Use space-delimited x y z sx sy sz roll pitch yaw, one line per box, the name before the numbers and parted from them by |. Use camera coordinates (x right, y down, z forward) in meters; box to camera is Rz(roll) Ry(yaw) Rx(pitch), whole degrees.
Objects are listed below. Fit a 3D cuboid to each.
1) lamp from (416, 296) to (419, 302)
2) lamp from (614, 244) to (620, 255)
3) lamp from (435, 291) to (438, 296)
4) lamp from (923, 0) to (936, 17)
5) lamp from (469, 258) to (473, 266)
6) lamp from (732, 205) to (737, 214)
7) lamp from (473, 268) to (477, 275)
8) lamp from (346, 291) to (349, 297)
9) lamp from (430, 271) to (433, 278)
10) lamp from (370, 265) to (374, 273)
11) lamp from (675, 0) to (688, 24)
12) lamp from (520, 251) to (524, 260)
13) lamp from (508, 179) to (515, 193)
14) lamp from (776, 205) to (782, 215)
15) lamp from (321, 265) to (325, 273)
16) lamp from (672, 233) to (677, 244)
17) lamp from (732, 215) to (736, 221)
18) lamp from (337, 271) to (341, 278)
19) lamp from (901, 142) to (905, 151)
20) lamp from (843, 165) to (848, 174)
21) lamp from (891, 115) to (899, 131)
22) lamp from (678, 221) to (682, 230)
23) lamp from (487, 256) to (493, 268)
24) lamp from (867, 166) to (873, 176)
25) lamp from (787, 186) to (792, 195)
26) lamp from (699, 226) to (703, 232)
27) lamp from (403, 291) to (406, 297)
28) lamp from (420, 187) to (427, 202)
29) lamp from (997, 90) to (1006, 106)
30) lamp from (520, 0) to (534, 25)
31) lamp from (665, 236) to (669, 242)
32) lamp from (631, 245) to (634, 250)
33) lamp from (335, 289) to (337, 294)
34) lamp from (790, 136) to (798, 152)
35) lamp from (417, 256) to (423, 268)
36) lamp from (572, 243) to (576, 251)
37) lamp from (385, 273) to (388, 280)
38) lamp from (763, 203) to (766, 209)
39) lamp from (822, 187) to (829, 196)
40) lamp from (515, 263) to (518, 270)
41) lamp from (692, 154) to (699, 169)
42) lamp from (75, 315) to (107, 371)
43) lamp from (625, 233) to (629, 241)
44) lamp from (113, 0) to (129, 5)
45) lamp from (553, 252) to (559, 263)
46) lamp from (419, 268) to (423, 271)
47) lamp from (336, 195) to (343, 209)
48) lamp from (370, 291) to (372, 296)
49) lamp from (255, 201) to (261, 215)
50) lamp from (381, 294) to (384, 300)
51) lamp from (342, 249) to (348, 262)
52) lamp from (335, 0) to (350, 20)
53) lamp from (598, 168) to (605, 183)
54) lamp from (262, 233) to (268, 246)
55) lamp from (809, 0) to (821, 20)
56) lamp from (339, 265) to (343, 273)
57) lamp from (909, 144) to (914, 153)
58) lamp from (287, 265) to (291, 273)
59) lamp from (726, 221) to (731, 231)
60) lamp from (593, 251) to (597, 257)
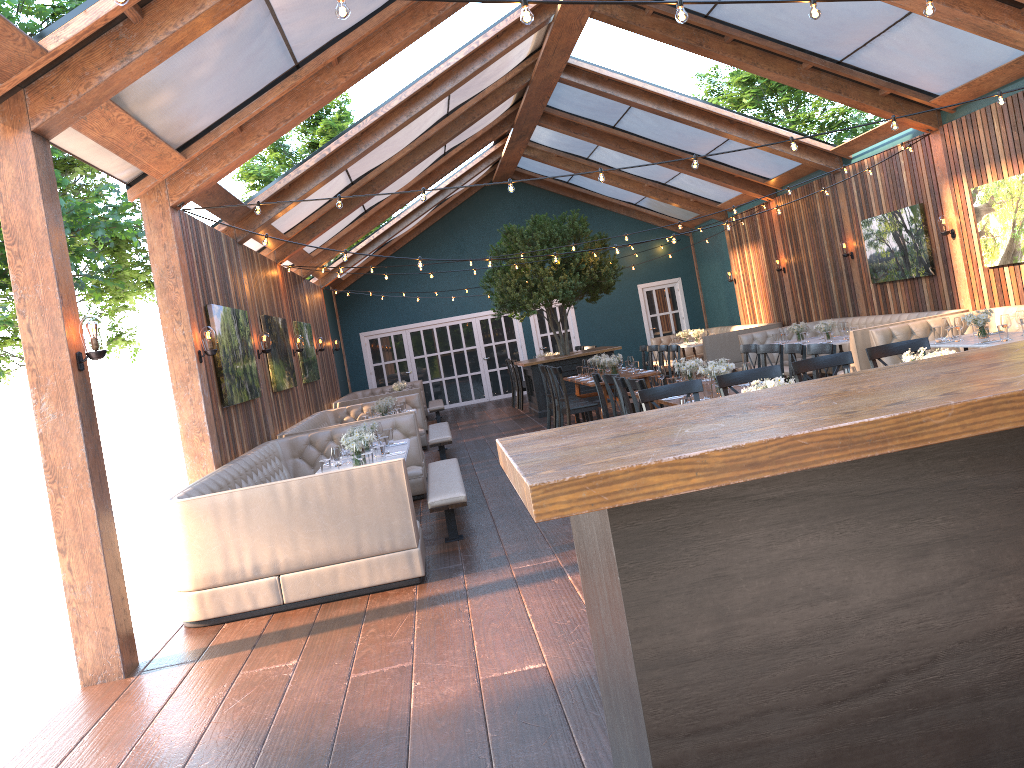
lamp | -1.990 -1.793 18.644 0.056 0.119 0.059 -10 0 -1
lamp | 1.166 -1.494 9.807 0.056 0.120 0.056 -10 0 0
lamp | -1.710 -2.055 20.001 0.056 0.120 0.056 -10 0 -3
lamp | 2.122 -1.932 4.510 0.056 0.120 0.056 -10 0 1
lamp | -0.604 -1.782 12.941 0.056 0.121 0.056 -10 0 4
lamp | 3.066 -2.400 12.186 0.056 0.121 0.056 -10 0 16
lamp | -0.623 -1.878 14.735 0.056 0.120 0.056 -10 0 -18
lamp | -3.498 -1.920 18.849 0.076 0.114 0.057 -9 1 40
lamp | -1.317 -1.781 14.425 0.057 0.120 0.056 -10 0 -39
lamp | -2.095 -1.714 13.214 0.056 0.121 0.056 -10 0 19
lamp | 0.746 -1.656 3.915 0.056 0.121 0.056 -10 0 14
lamp | 0.143 -1.861 12.804 0.056 0.121 0.057 -10 0 36
lamp | -0.012 -1.659 7.396 0.056 0.120 0.056 -10 0 -29
lamp | 3.213 -2.099 10.657 0.056 0.121 0.056 -10 0 23
lamp | -2.853 -1.727 13.340 0.057 0.120 0.056 -10 0 -39
lamp | 1.846 -1.659 10.111 0.056 0.120 0.056 -10 0 14
lamp | 4.188 -3.131 16.708 0.064 0.118 0.056 -10 0 4
lamp | -2.702 -1.708 13.792 0.056 0.118 0.065 -10 0 43
lamp | 5.148 -3.126 11.664 0.056 0.121 0.056 -10 0 16
lamp | 4.463 -2.877 11.842 0.056 0.120 0.057 -10 0 37
lamp | 2.945 -2.012 6.818 0.057 0.119 0.059 -10 0 -26
lamp | 2.342 -2.216 12.365 0.068 0.117 0.056 -10 0 -42
lamp | -0.235 -1.266 9.213 0.056 0.120 0.057 -10 0 45
lamp | 4.528 -2.694 11.186 0.060 0.119 0.056 -10 0 17
lamp | 3.767 -2.630 12.030 0.064 0.118 0.056 -10 0 -12
lamp | 3.514 -2.877 16.451 0.056 0.121 0.056 -10 0 -23
lamp | -2.400 -2.004 19.676 0.056 0.120 0.056 -10 0 10
lamp | -0.756 -1.619 7.569 0.074 0.114 0.057 -9 0 41
lamp | 3.674 -2.149 6.651 0.056 0.121 0.056 -10 0 29
lamp | 0.055 -1.531 3.618 0.056 0.121 0.056 -10 0 11
lamp | 2.838 -2.654 16.157 0.056 0.117 0.068 -10 0 -8
lamp | 2.157 -2.461 15.879 0.060 0.119 0.057 -10 0 19
lamp | -3.785 -1.989 19.025 0.057 0.120 0.056 -10 0 -35
lamp | 2.214 -1.889 6.962 0.056 0.121 0.056 -10 0 -37
lamp | -0.928 -1.225 8.901 0.056 0.120 0.056 -10 0 -8
lamp | 0.875 -1.960 12.650 0.056 0.121 0.056 -10 0 -30
lamp | -2.005 -1.721 14.101 0.056 0.119 0.062 -10 0 37
lamp | 4.847 -3.421 16.989 0.056 0.120 0.056 -10 0 24
lamp | 3.877 -2.377 10.927 0.071 0.116 0.056 -10 0 17
lamp | 0.075 -2.001 15.024 0.056 0.121 0.056 -10 0 -25
lamp | 1.467 -1.787 7.116 0.057 0.120 0.056 -10 0 -11
lamp | -2.484 -0.248 5.230 0.178 0.320 0.146 -10 0 -5
lamp | 1.613 -2.077 12.501 0.056 0.121 0.056 -10 0 10
lamp | -1.336 -1.348 3.006 0.056 0.121 0.056 -10 0 -27
lamp | 0.467 -1.360 9.516 0.056 0.121 0.056 -10 0 -6
lamp | -1.351 -1.732 13.079 0.056 0.121 0.056 -10 0 7
lamp | -1.508 -1.586 7.708 0.056 0.114 0.075 -10 1 -7
lamp | -3.094 -1.988 19.354 0.056 0.121 0.056 -10 0 -21
lamp | -2.254 -1.559 7.836 0.057 0.118 0.064 -10 0 -32
lamp | -2.750 -1.839 18.751 0.060 0.119 0.056 -10 0 -11
lamp | -1.627 -1.249 8.597 0.056 0.119 0.059 -10 0 26
lamp | -0.640 -1.424 3.311 0.056 0.121 0.056 -10 0 -12
lamp | 0.730 -1.714 7.261 0.056 0.121 0.056 -10 0 9
lamp | -2.311 -1.351 8.284 0.068 0.117 0.056 -10 0 2
lamp | 1.436 -1.793 4.210 0.056 0.121 0.056 -10 0 21
lamp | -2.567 -1.724 13.293 0.056 0.121 0.056 -10 0 -2
lamp | 5.158 -3.049 11.445 0.063 0.119 0.056 -10 0 -22
lamp | -3.404 -1.755 13.498 0.056 0.119 0.062 -10 0 30
lamp | 2.536 -1.860 10.382 0.056 0.121 0.056 -10 0 -18
lamp | 1.464 -2.291 15.599 0.060 0.119 0.056 -10 0 -20
